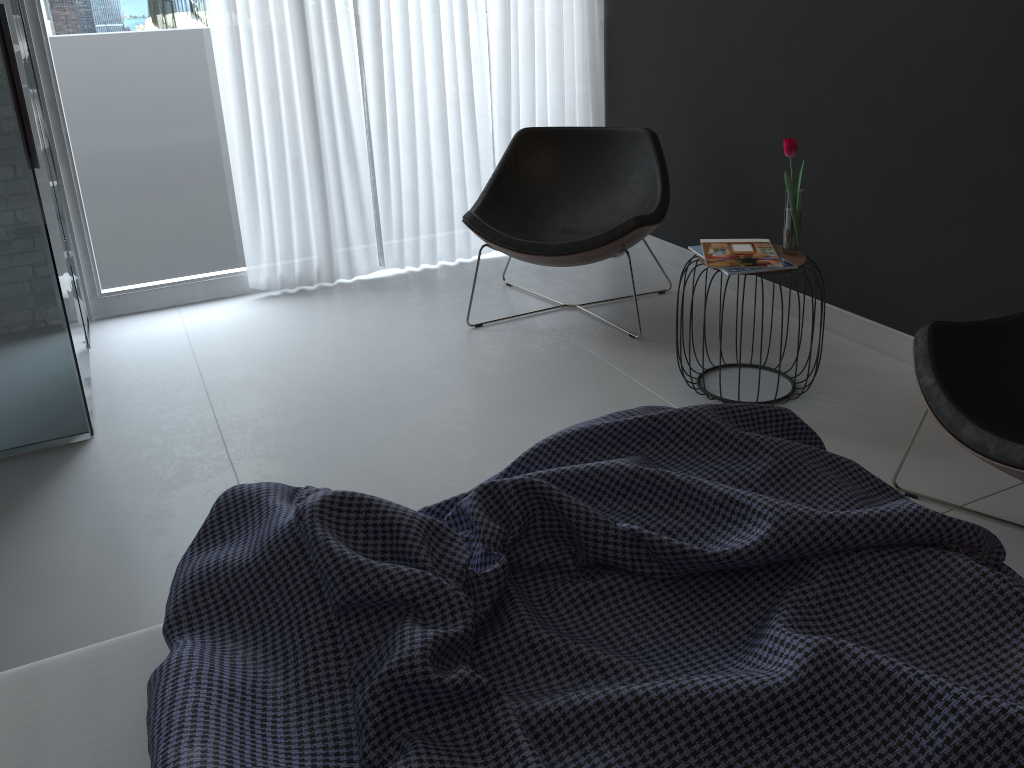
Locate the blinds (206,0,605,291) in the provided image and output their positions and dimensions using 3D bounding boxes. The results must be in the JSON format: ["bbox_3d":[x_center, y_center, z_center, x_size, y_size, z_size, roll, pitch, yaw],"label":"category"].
[{"bbox_3d":[-0.397,-1.823,3.864,1.865,2.623,0.139,-12,22,-23],"label":"blinds"}]

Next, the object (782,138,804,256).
[{"bbox_3d":[0.849,-0.563,2.672,0.066,0.346,0.079,0,20,7],"label":"object"}]

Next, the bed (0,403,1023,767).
[{"bbox_3d":[-0.415,0.101,0.323,2.625,1.987,2.617,-12,24,-22],"label":"bed"}]

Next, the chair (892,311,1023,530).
[{"bbox_3d":[1.308,0.070,1.831,0.814,0.672,0.813,-4,22,-3],"label":"chair"}]

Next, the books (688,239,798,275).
[{"bbox_3d":[-1.990,1.060,0.147,0.410,0.362,8.380,17,31,40],"label":"books"}]

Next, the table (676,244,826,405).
[{"bbox_3d":[0.750,-0.195,2.800,0.456,0.423,0.459,17,29,40],"label":"table"}]

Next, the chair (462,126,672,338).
[{"bbox_3d":[0.233,-0.640,3.555,0.791,0.672,0.837,4,23,17],"label":"chair"}]
